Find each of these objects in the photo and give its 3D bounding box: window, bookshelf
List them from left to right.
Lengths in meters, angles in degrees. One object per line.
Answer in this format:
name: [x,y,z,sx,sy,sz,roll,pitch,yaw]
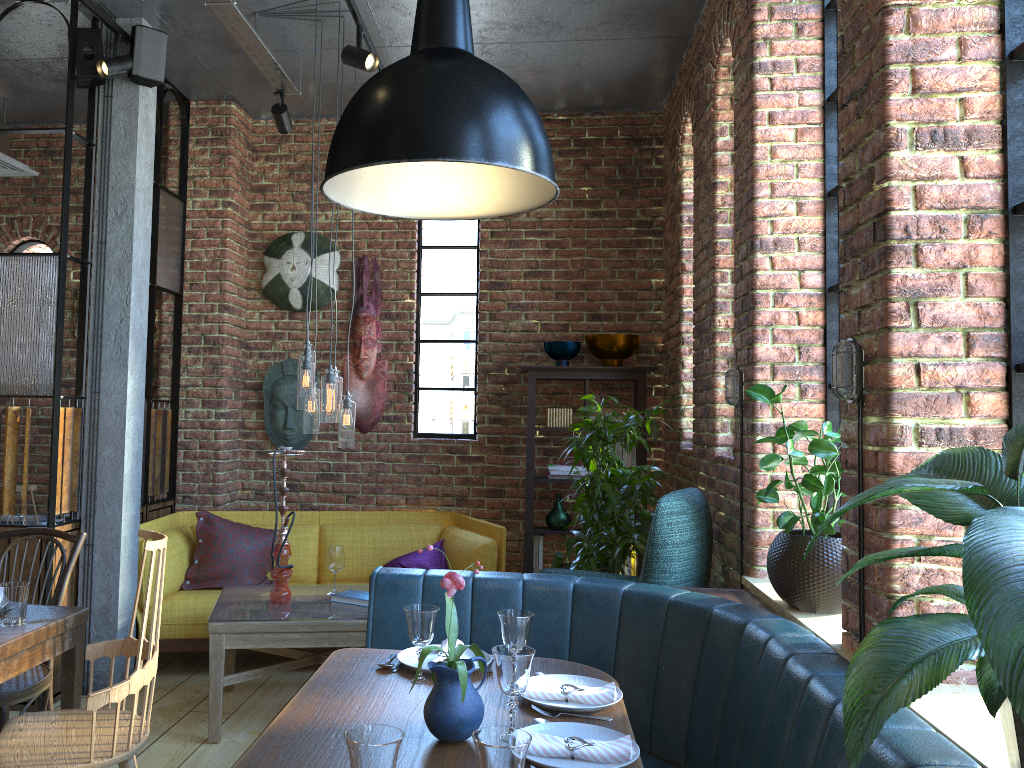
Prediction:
window: [0.173,-0.519,3.152,3.298,2.432,8.876,2,-3,-31]
bookshelf: [0.431,0.736,5.247,0.825,1.670,0.313,0,-3,6]

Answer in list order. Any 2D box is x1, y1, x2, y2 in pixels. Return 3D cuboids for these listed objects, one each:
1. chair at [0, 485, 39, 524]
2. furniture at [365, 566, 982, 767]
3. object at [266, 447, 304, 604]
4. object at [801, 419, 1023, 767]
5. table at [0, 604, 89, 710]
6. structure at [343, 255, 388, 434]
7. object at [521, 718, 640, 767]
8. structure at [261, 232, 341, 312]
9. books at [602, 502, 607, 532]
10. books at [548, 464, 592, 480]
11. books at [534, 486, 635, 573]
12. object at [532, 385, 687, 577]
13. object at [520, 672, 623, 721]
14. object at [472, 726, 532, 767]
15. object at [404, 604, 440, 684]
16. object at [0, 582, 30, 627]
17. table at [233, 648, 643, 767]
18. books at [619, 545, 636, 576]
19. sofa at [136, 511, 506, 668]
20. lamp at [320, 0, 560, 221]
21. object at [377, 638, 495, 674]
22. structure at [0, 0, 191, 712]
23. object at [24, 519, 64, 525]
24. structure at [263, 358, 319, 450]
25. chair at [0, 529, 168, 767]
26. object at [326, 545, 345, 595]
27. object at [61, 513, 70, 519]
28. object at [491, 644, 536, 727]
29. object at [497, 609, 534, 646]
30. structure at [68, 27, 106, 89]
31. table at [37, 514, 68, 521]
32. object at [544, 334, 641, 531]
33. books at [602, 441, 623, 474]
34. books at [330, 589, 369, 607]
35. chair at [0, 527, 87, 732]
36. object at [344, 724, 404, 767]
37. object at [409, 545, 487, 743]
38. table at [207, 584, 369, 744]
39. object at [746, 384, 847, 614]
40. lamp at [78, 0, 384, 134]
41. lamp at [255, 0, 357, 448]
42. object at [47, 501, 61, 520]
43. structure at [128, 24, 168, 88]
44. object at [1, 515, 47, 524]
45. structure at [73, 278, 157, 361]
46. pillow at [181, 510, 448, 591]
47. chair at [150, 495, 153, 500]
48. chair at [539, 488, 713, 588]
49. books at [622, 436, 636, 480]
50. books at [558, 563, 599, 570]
chair: [-2.467,0.989,4.343,0.529,1.007,0.456,1,-3,-9]
furniture: [0.127,1.031,1.817,1.377,0.823,2.587,1,-2,3]
object: [-1.044,0.640,3.989,0.168,0.705,0.261,1,-3,-5]
object: [0.788,0.236,1.376,0.613,0.752,0.726,1,-3,3]
table: [-1.769,1.072,2.528,0.758,0.728,0.743,1,-3,4]
structure: [-0.939,-0.250,5.679,0.216,1.148,0.237,4,-4,-40]
object: [0.133,0.759,1.875,0.273,0.051,0.320,1,-2,7]
structure: [-1.371,-0.729,5.709,0.537,0.521,0.145,1,-3,6]
books: [0.541,0.734,5.242,0.086,0.273,0.171,1,-3,3]
books: [0.349,0.526,5.271,0.272,0.080,0.176,1,-2,5]
books: [0.425,0.884,5.245,0.592,0.575,0.188,1,-3,5]
object: [0.482,0.779,4.381,0.708,1.530,0.879,2,-3,-17]
object: [0.143,0.772,2.242,0.273,0.051,0.320,1,-2,7]
object: [-0.018,0.669,1.430,0.103,0.192,0.094,-1,-4,34]
object: [-0.244,0.698,2.365,0.103,0.192,0.094,-1,-4,34]
object: [-1.481,0.655,2.618,0.084,0.120,0.085,1,-3,-6]
table: [-0.148,1.109,1.855,0.830,0.662,1.525,1,-2,3]
books: [0.682,1.038,5.210,0.085,0.273,0.188,1,-3,3]
sofa: [-1.098,1.154,5.036,1.964,0.764,0.801,1,-3,-10]
lamp: [-0.152,-1.083,2.001,0.547,1.328,0.510,-1,-3,22]
object: [-0.211,0.775,2.512,0.330,0.051,0.265,1,-2,8]
structure: [-4.238,-0.286,2.121,5.930,3.330,5.943,1,-2,-12]
object: [-2.462,0.747,4.693,0.330,0.051,0.265,1,-2,8]
structure: [-1.427,0.152,5.660,0.372,0.640,0.102,0,-3,8]
chair: [-1.228,0.946,2.532,0.435,1.007,0.553,2,-3,-24]
object: [-0.845,0.889,4.217,0.095,0.229,0.086,-2,-4,42]
object: [-2.497,0.763,5.157,0.330,0.051,0.265,1,-2,8]
object: [0.002,0.688,1.958,0.103,0.192,0.094,-1,-4,34]
object: [0.009,0.701,2.324,0.103,0.192,0.094,-1,-4,34]
structure: [-2.093,-1.601,4.338,0.178,0.268,0.171,2,-3,-23]
table: [-2.523,1.143,4.905,0.758,0.728,0.743,1,-3,4]
object: [0.449,0.591,5.240,0.610,1.763,0.326,1,-3,0]
books: [0.589,0.442,5.265,0.125,0.258,0.161,1,-3,4]
books: [-0.681,0.987,4.056,0.284,0.028,0.154,0,-2,29]
chair: [-1.782,0.992,3.066,0.405,0.916,0.521,1,-3,-2]
object: [-0.226,0.665,1.428,0.103,0.192,0.094,-1,-4,34]
object: [-0.125,0.567,1.965,0.141,0.432,0.210,-1,-3,22]
table: [-0.891,1.252,4.055,0.922,0.509,0.761,1,-3,-10]
object: [0.910,0.333,2.614,0.401,0.664,0.491,-1,-3,27]
lamp: [-3.805,-1.658,2.440,6.324,0.274,7.154,1,-2,4]
lamp: [-0.996,-0.761,4.250,0.524,2.122,0.276,-1,-4,30]
object: [-2.571,0.719,4.951,0.088,0.120,0.080,-1,-4,35]
structure: [-1.790,-1.596,4.298,0.193,0.268,0.158,-2,-4,45]
object: [-2.747,0.750,4.921,0.273,0.051,0.320,1,-2,7]
structure: [-2.654,-0.414,5.853,0.595,0.728,0.125,1,-3,6]
pillow: [-1.111,0.955,5.085,1.482,0.454,0.403,1,-3,-6]
chair: [-2.471,1.067,5.502,0.455,0.922,0.528,-1,-3,26]
chair: [0.276,0.961,3.621,1.074,1.099,0.774,-1,-3,29]
books: [0.691,0.443,5.243,0.080,0.258,0.176,1,-3,3]
books: [0.407,1.124,5.208,0.307,0.088,0.241,1,-2,7]
